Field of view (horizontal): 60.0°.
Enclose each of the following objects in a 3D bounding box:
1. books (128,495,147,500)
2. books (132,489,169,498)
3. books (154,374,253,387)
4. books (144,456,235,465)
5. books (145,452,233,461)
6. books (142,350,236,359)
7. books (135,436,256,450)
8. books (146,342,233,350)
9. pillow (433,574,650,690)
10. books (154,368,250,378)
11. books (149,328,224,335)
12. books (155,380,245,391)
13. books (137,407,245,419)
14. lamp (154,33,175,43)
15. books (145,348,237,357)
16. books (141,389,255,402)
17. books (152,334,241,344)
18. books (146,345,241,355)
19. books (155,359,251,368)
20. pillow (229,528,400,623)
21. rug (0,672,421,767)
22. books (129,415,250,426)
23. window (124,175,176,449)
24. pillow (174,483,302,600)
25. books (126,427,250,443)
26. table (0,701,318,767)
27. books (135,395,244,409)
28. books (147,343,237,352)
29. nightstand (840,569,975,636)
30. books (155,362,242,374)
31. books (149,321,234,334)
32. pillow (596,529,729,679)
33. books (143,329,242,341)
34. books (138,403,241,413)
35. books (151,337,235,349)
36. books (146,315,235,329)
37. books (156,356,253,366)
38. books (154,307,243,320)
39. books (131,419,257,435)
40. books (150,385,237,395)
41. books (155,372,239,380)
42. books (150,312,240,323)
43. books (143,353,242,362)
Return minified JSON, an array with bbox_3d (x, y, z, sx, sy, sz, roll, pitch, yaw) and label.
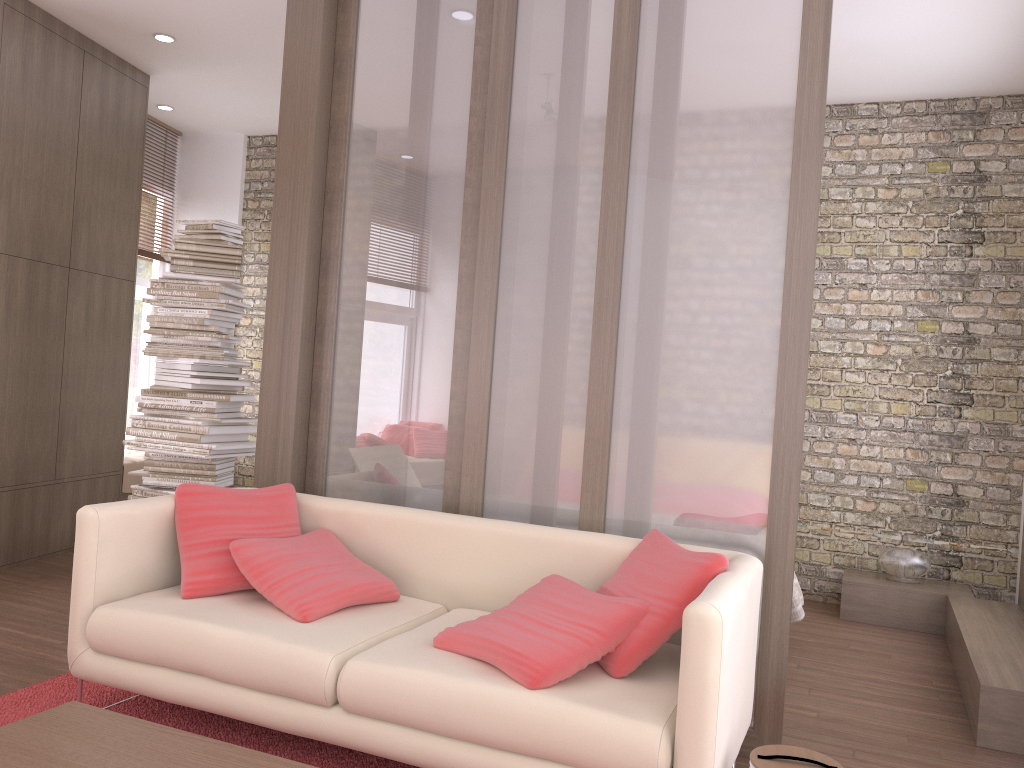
[{"bbox_3d":[-1.874,0.658,4.998,0.432,0.038,0.339,4,0,28],"label":"books"},{"bbox_3d":[-1.844,0.621,5.009,0.448,0.038,0.348,4,0,28],"label":"books"},{"bbox_3d":[-1.745,-0.020,5.006,0.524,0.030,0.317,4,0,43],"label":"books"},{"bbox_3d":[-1.806,0.417,4.990,0.405,0.018,0.300,4,0,3],"label":"books"},{"bbox_3d":[-1.801,0.396,4.985,0.396,0.024,0.310,4,0,3],"label":"books"},{"bbox_3d":[-1.820,-0.166,5.029,0.444,0.015,0.279,4,0,-2],"label":"books"},{"bbox_3d":[-1.757,0.327,5.019,0.566,0.025,0.423,4,0,23],"label":"books"},{"bbox_3d":[-1.824,-0.216,5.041,0.395,0.007,0.308,4,0,-2],"label":"books"},{"bbox_3d":[0.092,0.745,2.722,0.467,0.224,0.507,4,0,-40],"label":"pillow"},{"bbox_3d":[-1.755,-0.061,5.021,0.484,0.020,0.323,4,0,43],"label":"books"},{"bbox_3d":[-1.825,-0.291,5.028,0.368,0.009,0.262,4,0,-2],"label":"books"},{"bbox_3d":[-1.779,0.009,5.038,0.435,0.030,0.322,4,0,43],"label":"books"},{"bbox_3d":[-1.815,0.161,5.044,0.469,0.028,0.368,4,0,8],"label":"books"},{"bbox_3d":[-2.128,-2.117,5.428,0.119,0.010,0.119,4,0,3],"label":"lamp"},{"bbox_3d":[-1.810,-0.180,5.029,0.432,0.013,0.288,4,0,-2],"label":"books"},{"bbox_3d":[-1.774,0.063,5.038,0.518,0.038,0.341,4,0,8],"label":"books"},{"bbox_3d":[-1.784,-0.254,5.034,0.388,0.020,0.287,4,0,18],"label":"books"},{"bbox_3d":[-1.794,-0.192,5.023,0.446,0.012,0.291,4,0,-2],"label":"books"},{"bbox_3d":[-1.759,-0.116,5.044,0.443,0.010,0.345,4,0,43],"label":"books"},{"bbox_3d":[-0.721,0.689,3.245,0.467,0.224,0.507,4,0,35],"label":"pillow"},{"bbox_3d":[-0.874,1.207,1.780,2.938,0.016,3.344,4,0,23],"label":"rug"},{"bbox_3d":[-1.823,0.204,5.034,0.510,0.020,0.399,4,0,23],"label":"books"},{"bbox_3d":[-3.186,-0.595,6.997,0.160,2.229,1.407,4,0,10],"label":"window"},{"bbox_3d":[-1.025,0.585,3.376,0.498,0.377,0.379,4,0,-33],"label":"pillow"},{"bbox_3d":[-1.833,0.285,5.034,0.522,0.046,0.410,4,0,23],"label":"books"},{"bbox_3d":[-0.903,1.011,1.706,0.850,0.378,0.850,4,0,23],"label":"table"},{"bbox_3d":[-1.818,0.100,5.031,0.469,0.038,0.364,4,0,8],"label":"books"},{"bbox_3d":[-1.802,-0.205,5.032,0.412,0.011,0.308,4,0,-2],"label":"books"},{"bbox_3d":[2.367,1.315,5.348,0.707,0.240,0.400,4,0,23],"label":"nightstand"},{"bbox_3d":[-1.783,-0.093,5.039,0.417,0.036,0.308,4,0,43],"label":"books"},{"bbox_3d":[-1.813,-0.318,5.035,0.379,0.028,0.297,4,0,-2],"label":"books"},{"bbox_3d":[0.396,0.683,2.835,0.379,0.377,0.498,4,0,-18],"label":"pillow"},{"bbox_3d":[-1.801,-0.275,5.026,0.467,0.020,0.283,4,0,-2],"label":"books"},{"bbox_3d":[-1.813,0.132,5.009,0.442,0.025,0.346,4,0,8],"label":"books"},{"bbox_3d":[-1.811,-0.232,5.051,0.379,0.028,0.297,4,0,-2],"label":"books"},{"bbox_3d":[-1.821,-0.351,5.043,0.379,0.039,0.297,4,0,18],"label":"books"},{"bbox_3d":[-1.743,-0.131,5.017,0.500,0.018,0.326,4,0,43],"label":"books"},{"bbox_3d":[-1.773,-0.401,5.029,0.379,0.028,0.297,4,0,18],"label":"books"},{"bbox_3d":[-1.798,0.239,5.050,0.542,0.046,0.421,4,0,23],"label":"books"},{"bbox_3d":[-1.804,0.032,5.052,0.450,0.022,0.364,4,0,-17],"label":"books"},{"bbox_3d":[-1.793,-0.046,5.035,0.413,0.013,0.294,4,0,43],"label":"books"},{"bbox_3d":[-1.796,-0.378,5.041,0.388,0.020,0.287,4,0,18],"label":"books"},{"bbox_3d":[-1.796,-0.150,5.012,0.469,0.015,0.267,4,0,-2],"label":"books"}]
